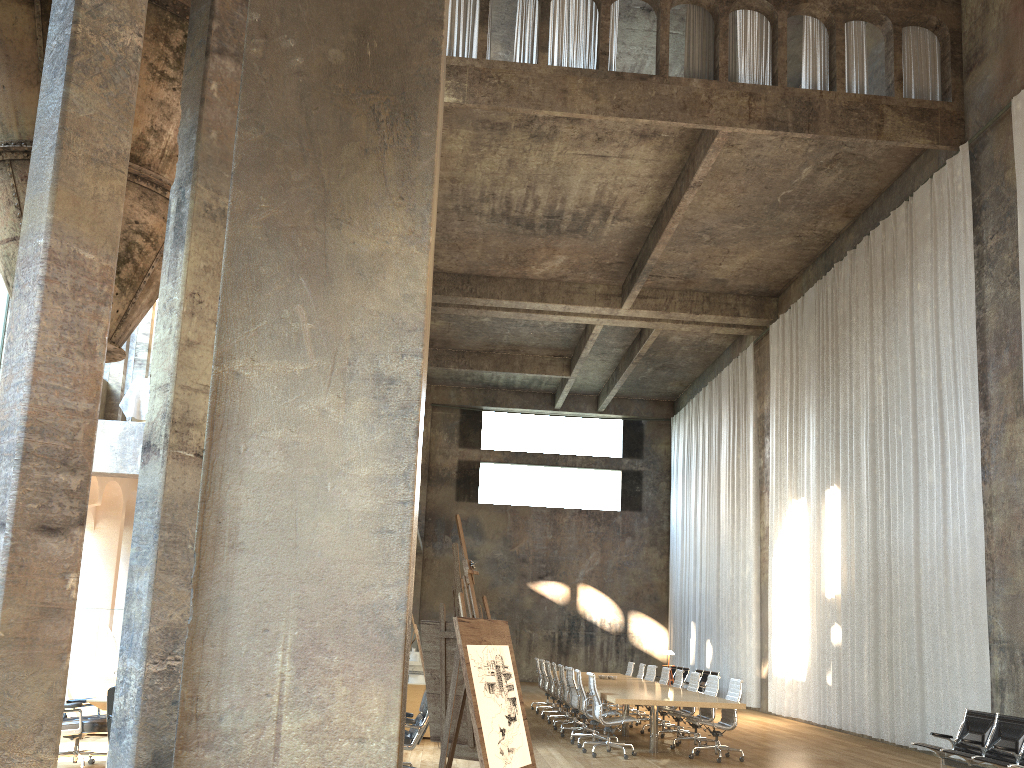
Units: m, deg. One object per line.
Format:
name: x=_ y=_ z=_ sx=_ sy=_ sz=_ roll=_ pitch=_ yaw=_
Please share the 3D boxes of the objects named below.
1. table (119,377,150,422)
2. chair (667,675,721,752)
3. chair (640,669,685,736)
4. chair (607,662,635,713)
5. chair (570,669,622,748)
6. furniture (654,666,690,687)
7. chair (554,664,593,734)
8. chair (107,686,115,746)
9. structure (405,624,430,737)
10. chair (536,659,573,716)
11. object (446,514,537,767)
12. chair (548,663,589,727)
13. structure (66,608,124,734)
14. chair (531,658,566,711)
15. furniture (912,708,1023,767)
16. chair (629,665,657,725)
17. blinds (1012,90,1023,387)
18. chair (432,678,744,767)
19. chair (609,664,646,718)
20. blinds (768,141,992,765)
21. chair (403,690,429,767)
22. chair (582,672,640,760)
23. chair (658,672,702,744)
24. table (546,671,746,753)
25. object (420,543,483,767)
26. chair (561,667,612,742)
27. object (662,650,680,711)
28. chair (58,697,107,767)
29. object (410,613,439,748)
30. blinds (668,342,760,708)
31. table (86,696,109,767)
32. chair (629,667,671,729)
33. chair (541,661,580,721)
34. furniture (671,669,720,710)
table: x=-4.700 y=0.425 z=12.817 sx=1.750 sy=0.783 sz=1.143 roll=4 pitch=-14 yaw=-4
chair: x=2.554 y=4.575 z=12.262 sx=0.699 sy=1.002 sz=0.681 roll=3 pitch=-11 yaw=0
chair: x=2.409 y=5.079 z=14.055 sx=0.699 sy=1.002 sz=0.682 roll=2 pitch=-11 yaw=5
chair: x=2.100 y=6.059 z=17.541 sx=0.699 sy=1.002 sz=0.682 roll=2 pitch=-11 yaw=2
chair: x=1.164 y=4.463 z=12.096 sx=0.699 sy=1.002 sz=0.682 roll=2 pitch=-11 yaw=5
furniture: x=4.067 y=7.800 z=23.007 sx=0.708 sy=0.821 sz=1.919 roll=3 pitch=-15 yaw=-4
chair: x=1.024 y=4.960 z=13.861 sx=0.699 sy=1.002 sz=0.682 roll=2 pitch=-11 yaw=2
chair: x=-3.157 y=3.091 z=7.754 sx=0.730 sy=0.872 sz=0.842 roll=3 pitch=-12 yaw=-3
structure: x=-1.334 y=4.164 z=12.380 sx=0.594 sy=1.512 sz=0.760 roll=3 pitch=-10 yaw=-4
chair: x=0.815 y=5.709 z=16.524 sx=0.699 sy=1.002 sz=0.681 roll=3 pitch=-11 yaw=0
object: x=-0.130 y=1.756 z=4.704 sx=0.685 sy=2.098 sz=0.716 roll=-1 pitch=-10 yaw=22
chair: x=0.959 y=5.205 z=14.731 sx=0.699 sy=1.002 sz=0.682 roll=2 pitch=-11 yaw=5
structure: x=-5.172 y=3.650 z=11.204 sx=0.594 sy=1.512 sz=0.760 roll=3 pitch=-10 yaw=-4
chair: x=0.744 y=5.973 z=17.460 sx=0.699 sy=1.002 sz=0.682 roll=2 pitch=-11 yaw=2
furniture: x=5.169 y=4.021 z=9.574 sx=0.708 sy=0.821 sz=1.919 roll=3 pitch=-15 yaw=-4
chair: x=2.261 y=5.583 z=15.844 sx=0.699 sy=1.002 sz=0.681 roll=4 pitch=-11 yaw=-4
blinds: x=6.652 y=-0.619 z=7.133 sx=0.275 sy=8.442 sz=8.023 roll=3 pitch=-12 yaw=-3
chair: x=-0.208 y=4.147 z=11.189 sx=12.956 sy=1.008 sz=32.310 roll=4 pitch=-16 yaw=-4
chair: x=2.196 y=5.821 z=16.690 sx=0.699 sy=1.002 sz=0.682 roll=2 pitch=-11 yaw=5
blinds: x=5.987 y=1.783 z=15.665 sx=0.275 sy=8.442 sz=8.023 roll=3 pitch=-12 yaw=-3
chair: x=-1.156 y=3.436 z=8.636 sx=0.822 sy=0.872 sz=0.747 roll=4 pitch=-12 yaw=-7
chair: x=1.266 y=4.225 z=11.245 sx=0.699 sy=1.002 sz=0.682 roll=2 pitch=-11 yaw=2
chair: x=2.481 y=4.830 z=13.168 sx=0.699 sy=1.002 sz=0.682 roll=2 pitch=-11 yaw=2
table: x=1.720 y=5.251 z=14.308 sx=1.601 sy=0.740 sz=7.912 roll=4 pitch=-16 yaw=-3
object: x=-0.381 y=2.274 z=6.562 sx=0.703 sy=2.098 sz=0.698 roll=-2 pitch=-11 yaw=28
chair: x=1.090 y=4.700 z=12.940 sx=0.699 sy=1.002 sz=0.681 roll=4 pitch=-11 yaw=-4
object: x=3.264 y=6.361 z=18.860 sx=0.572 sy=1.267 sz=0.672 roll=-3 pitch=-12 yaw=29
chair: x=-4.189 y=3.239 z=8.441 sx=0.822 sy=0.872 sz=0.747 roll=5 pitch=-12 yaw=-9
object: x=-1.232 y=3.655 z=11.542 sx=0.685 sy=2.098 sz=0.716 roll=4 pitch=-9 yaw=-5
blinds: x=5.321 y=4.192 z=24.224 sx=0.275 sy=8.442 sz=8.020 roll=3 pitch=-12 yaw=-4
table: x=-2.709 y=3.428 z=8.527 sx=2.411 sy=0.684 sz=1.133 roll=4 pitch=-14 yaw=-4
chair: x=2.344 y=5.324 z=14.925 sx=0.699 sy=1.002 sz=0.682 roll=2 pitch=-11 yaw=2
chair: x=0.887 y=5.454 z=15.618 sx=0.699 sy=1.002 sz=0.682 roll=2 pitch=-11 yaw=2
furniture: x=4.251 y=7.137 z=20.650 sx=0.708 sy=0.821 sz=1.919 roll=3 pitch=-15 yaw=-4
